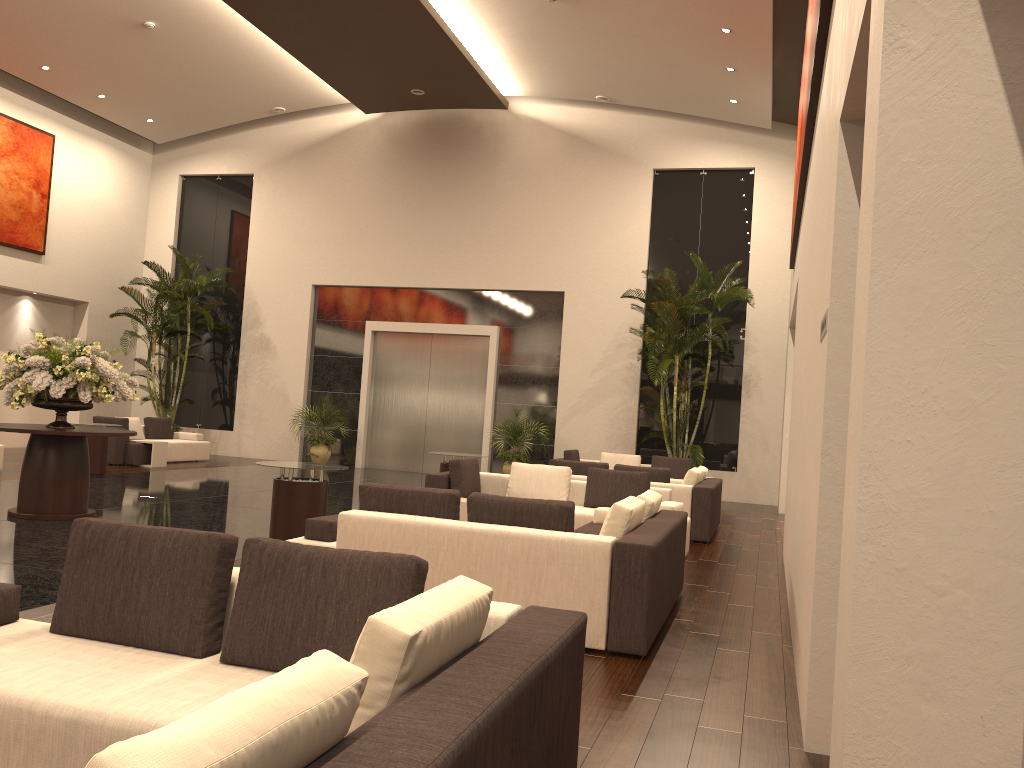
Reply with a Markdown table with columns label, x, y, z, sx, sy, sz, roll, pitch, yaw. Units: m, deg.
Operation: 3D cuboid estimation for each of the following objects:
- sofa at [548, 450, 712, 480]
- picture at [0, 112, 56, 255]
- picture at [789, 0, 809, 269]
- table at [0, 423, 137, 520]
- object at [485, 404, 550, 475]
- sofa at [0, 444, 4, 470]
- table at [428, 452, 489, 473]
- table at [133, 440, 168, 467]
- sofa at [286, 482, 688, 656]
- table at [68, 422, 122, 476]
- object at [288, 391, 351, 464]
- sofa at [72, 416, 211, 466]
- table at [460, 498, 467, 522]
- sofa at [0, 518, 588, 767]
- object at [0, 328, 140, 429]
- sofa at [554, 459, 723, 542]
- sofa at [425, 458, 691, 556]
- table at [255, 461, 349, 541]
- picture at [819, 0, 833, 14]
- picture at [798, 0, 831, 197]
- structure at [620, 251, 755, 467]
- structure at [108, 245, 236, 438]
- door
| label | x | y | z | sx | sy | sz | roll | pitch | yaw |
| --- | --- | --- | --- | --- | --- | --- | --- | --- | --- |
| sofa | 2.077 | 1.637 | 15.174 | 2.846 | 0.862 | 1.291 | 3 | -2 | 16 |
| picture | -10.286 | -4.058 | 16.328 | 0.070 | 2.526 | 4.515 | 3 | -2 | 16 |
| picture | 3.953 | -3.228 | 12.141 | 0.070 | 2.526 | 4.515 | 3 | -2 | 16 |
| table | -4.814 | 0.923 | 9.361 | 1.498 | 0.921 | 1.498 | 4 | -2 | 7 |
| object | 0.056 | 1.185 | 17.868 | 1.373 | 1.682 | 1.297 | 5 | -3 | -36 |
| sofa | -8.472 | 0.806 | 12.250 | 1.291 | 0.862 | 2.846 | 3 | -2 | 16 |
| table | -0.766 | 1.368 | 12.249 | 0.833 | 0.795 | 0.844 | 5 | -2 | -23 |
| table | -6.627 | 1.280 | 16.283 | 0.400 | 0.460 | 0.400 | 3 | -2 | 16 |
| sofa | 0.043 | 1.208 | 7.142 | 2.586 | 0.862 | 3.366 | 3 | -2 | 16 |
| table | -6.625 | 1.027 | 13.971 | 0.833 | 0.795 | 0.844 | 5 | -2 | -23 |
| object | -4.080 | 0.946 | 19.139 | 1.373 | 1.682 | 1.297 | 6 | -3 | -41 |
| sofa | -7.025 | 1.084 | 17.227 | 1.291 | 0.862 | 2.846 | 3 | -2 | 16 |
| table | -0.453 | 1.455 | 9.317 | 0.400 | 0.460 | 0.400 | 3 | -2 | 16 |
| sofa | -1.431 | 0.921 | 2.007 | 2.586 | 0.862 | 3.366 | 3 | -2 | 16 |
| object | -4.720 | -0.081 | 9.388 | 1.453 | 1.097 | 1.402 | 5 | -2 | -28 |
| sofa | 1.625 | 1.512 | 12.582 | 2.586 | 0.862 | 3.366 | 3 | -2 | 16 |
| sofa | 0.496 | 1.332 | 9.735 | 2.846 | 0.862 | 1.291 | 3 | -2 | 16 |
| table | -1.944 | 1.137 | 8.096 | 0.833 | 0.795 | 0.844 | 5 | -2 | -23 |
| picture | 1.433 | -3.714 | 3.474 | 0.070 | 2.526 | 4.515 | 3 | -2 | 16 |
| picture | 2.692 | -3.471 | 7.806 | 0.070 | 2.526 | 4.515 | 3 | -2 | 16 |
| structure | 3.216 | -0.116 | 16.494 | 2.436 | 4.611 | 2.531 | 4 | -2 | -12 |
| structure | -7.499 | -0.735 | 19.793 | 2.436 | 4.611 | 2.531 | 4 | -2 | -12 |
| door | -1.841 | 0.420 | 19.371 | 2.767 | 3.048 | 0.040 | 3 | -2 | 16 |
